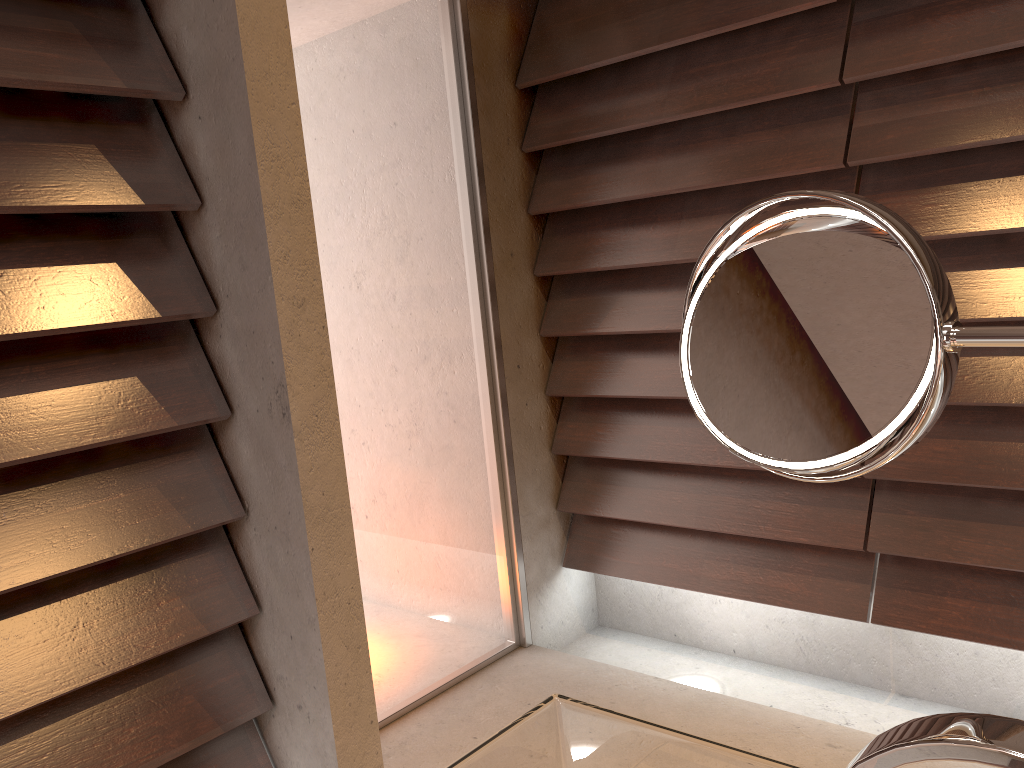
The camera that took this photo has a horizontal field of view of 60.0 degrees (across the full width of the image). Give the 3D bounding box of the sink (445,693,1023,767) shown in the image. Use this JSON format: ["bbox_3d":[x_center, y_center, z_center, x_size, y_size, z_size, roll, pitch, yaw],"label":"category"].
[{"bbox_3d":[0.110,0.314,0.465,0.486,0.357,0.340,1,10,41],"label":"sink"}]

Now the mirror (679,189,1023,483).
[{"bbox_3d":[0.254,0.172,0.545,0.316,0.589,0.074,1,10,44],"label":"mirror"}]

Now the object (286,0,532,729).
[{"bbox_3d":[-0.397,-0.088,2.312,0.090,2.000,1.007,1,10,41],"label":"object"}]
